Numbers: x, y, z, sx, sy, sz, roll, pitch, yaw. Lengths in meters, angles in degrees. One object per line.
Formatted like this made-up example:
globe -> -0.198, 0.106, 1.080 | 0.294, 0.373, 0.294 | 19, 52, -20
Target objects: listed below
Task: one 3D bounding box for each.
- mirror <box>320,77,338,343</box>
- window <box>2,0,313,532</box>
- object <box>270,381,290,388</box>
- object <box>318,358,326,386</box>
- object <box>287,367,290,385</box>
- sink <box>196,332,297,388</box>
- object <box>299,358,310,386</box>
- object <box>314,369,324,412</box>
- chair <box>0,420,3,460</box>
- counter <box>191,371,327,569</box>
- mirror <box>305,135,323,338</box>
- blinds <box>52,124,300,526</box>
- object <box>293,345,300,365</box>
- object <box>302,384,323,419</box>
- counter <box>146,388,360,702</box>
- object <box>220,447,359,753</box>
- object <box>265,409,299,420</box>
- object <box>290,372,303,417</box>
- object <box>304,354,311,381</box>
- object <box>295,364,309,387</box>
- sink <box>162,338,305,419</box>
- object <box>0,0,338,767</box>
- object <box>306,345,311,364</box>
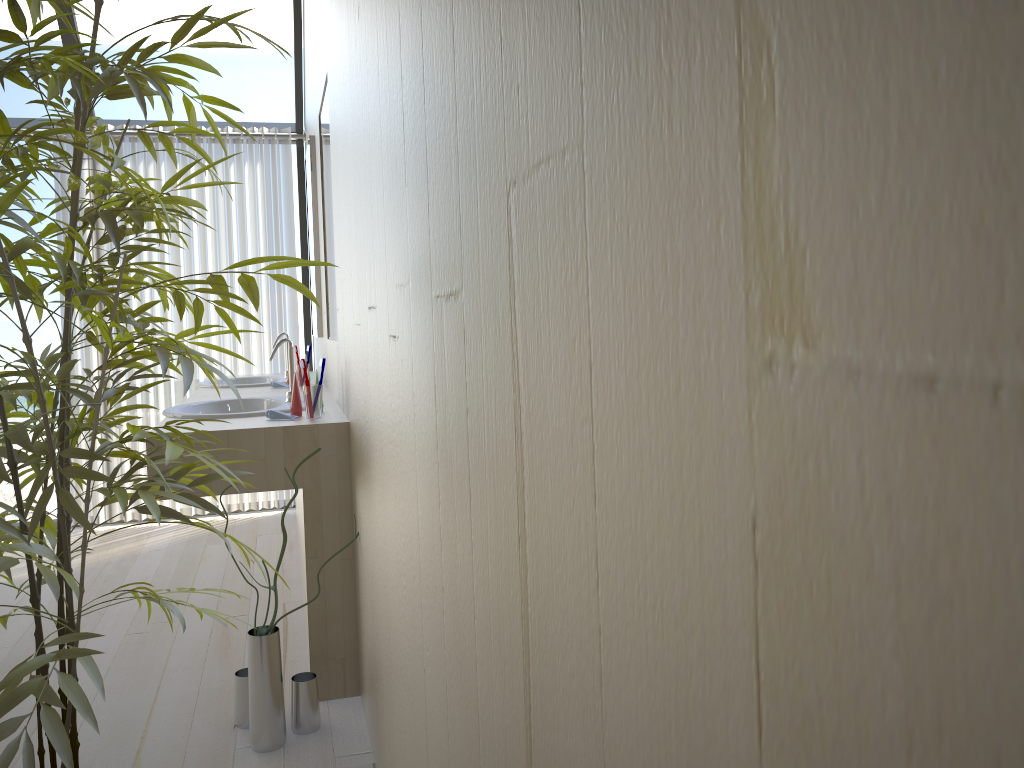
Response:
mirror -> -0.636, -0.583, 3.126 | 0.023, 0.867, 0.654 | -2, 3, -15
window -> -3.272, -0.569, 4.108 | 4.563, 2.809, 0.746 | -3, 2, -15
object -> -0.978, 0.001, 3.747 | 0.104, 0.029, 0.033 | 0, 4, 26
object -> -0.565, 0.013, 2.578 | 0.054, 0.175, 0.012 | -2, 1, 11
object -> -0.954, -0.055, 3.822 | 0.039, 0.134, 0.039 | -1, 2, 34
sink -> -1.199, -0.026, 4.112 | 0.504, 0.418, 0.575 | -3, 4, -11
object -> -0.593, 0.014, 2.554 | 0.012, 0.178, 0.050 | -1, 2, 25
object -> -0.608, 0.022, 2.762 | 0.039, 0.134, 0.039 | -1, 2, 27
chair -> -2.638, 0.317, 4.126 | 0.369, 0.347, 0.455 | -1, 4, 14
counter -> -1.147, 0.382, 4.167 | 0.551, 0.789, 1.208 | -3, 4, -15
mirror -> -0.926, -0.657, 4.122 | 0.023, 0.867, 0.654 | -2, 3, -15
blinds -> -1.745, -0.331, 4.712 | 1.183, 2.067, 0.084 | -3, 2, -15
object -> -0.899, -0.074, 3.720 | 0.012, 0.178, 0.050 | -1, 2, 25
object -> -0.579, 0.054, 2.582 | 0.058, 0.100, 0.059 | -2, 2, -4
counter -> -0.841, 0.470, 3.000 | 0.551, 0.789, 1.208 | -3, 4, -15
object -> -0.542, 0.534, 2.316 | 0.407, 0.748, 0.274 | -3, 2, -27
object -> -0.672, 0.089, 2.580 | 0.104, 0.029, 0.033 | 0, 4, 26
object -> -0.648, 0.033, 2.655 | 0.039, 0.134, 0.039 | -1, 2, 27
object -> -0.914, -0.066, 3.928 | 0.039, 0.134, 0.039 | -1, 2, 34
object -> -0.885, -0.034, 3.749 | 0.058, 0.100, 0.058 | -2, 2, -8
sink -> -0.893, 0.062, 2.945 | 0.504, 0.418, 0.575 | -3, 4, -11
object -> -0.650, 0.114, 1.314 | 0.786, 1.753, 0.937 | -2, 2, 10
object -> -0.871, -0.075, 3.744 | 0.054, 0.175, 0.012 | -2, 1, 11
